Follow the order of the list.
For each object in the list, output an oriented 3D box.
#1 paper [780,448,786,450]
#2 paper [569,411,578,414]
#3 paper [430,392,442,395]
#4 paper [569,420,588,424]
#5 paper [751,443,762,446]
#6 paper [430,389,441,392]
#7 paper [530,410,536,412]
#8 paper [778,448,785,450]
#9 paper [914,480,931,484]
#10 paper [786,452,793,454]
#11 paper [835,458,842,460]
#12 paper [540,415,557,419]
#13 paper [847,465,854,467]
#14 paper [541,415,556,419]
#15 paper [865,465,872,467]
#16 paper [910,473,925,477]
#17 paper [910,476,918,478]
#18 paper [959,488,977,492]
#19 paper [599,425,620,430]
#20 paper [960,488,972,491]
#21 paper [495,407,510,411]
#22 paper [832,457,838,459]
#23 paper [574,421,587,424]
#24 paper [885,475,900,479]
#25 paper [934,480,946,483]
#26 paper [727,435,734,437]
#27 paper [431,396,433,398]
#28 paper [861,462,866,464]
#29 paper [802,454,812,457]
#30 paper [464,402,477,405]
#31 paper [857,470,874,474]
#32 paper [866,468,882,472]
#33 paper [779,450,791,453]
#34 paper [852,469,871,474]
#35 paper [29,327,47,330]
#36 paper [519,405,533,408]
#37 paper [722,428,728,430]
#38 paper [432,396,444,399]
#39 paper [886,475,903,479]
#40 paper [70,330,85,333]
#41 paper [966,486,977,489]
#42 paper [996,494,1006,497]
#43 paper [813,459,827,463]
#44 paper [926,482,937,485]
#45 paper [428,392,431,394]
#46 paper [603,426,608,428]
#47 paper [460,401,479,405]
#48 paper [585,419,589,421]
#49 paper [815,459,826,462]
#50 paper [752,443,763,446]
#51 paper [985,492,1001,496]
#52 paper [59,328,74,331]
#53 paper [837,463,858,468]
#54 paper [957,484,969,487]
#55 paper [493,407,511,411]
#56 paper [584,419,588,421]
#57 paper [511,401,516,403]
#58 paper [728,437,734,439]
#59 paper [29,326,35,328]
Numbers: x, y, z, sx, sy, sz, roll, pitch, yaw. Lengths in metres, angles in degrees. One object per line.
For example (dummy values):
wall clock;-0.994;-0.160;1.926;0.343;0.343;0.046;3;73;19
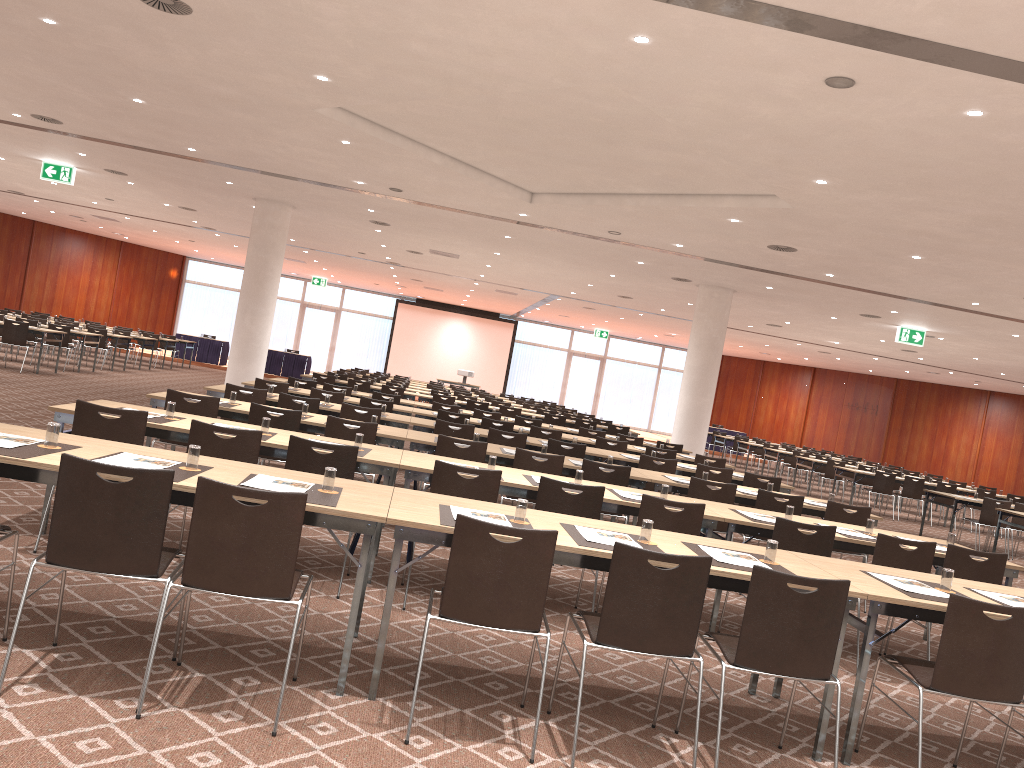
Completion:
paper;7.509;1.802;24.762;0.283;0.006;0.398;10;1;-2
paper;1.493;0.743;24.048;0.460;0.003;0.565;10;1;-9
paper;-1.689;0.218;19.803;0.283;0.006;0.398;10;1;-7
paper;1.418;0.793;18.018;0.460;0.003;0.565;10;1;-4
paper;6.898;1.698;24.609;0.460;0.003;0.565;10;1;-7
paper;-1.886;0.162;21.782;0.283;0.006;0.398;10;1;-5
paper;0.613;0.630;19.936;0.460;0.003;0.565;10;1;-5
paper;7.542;1.812;24.674;0.460;0.003;0.565;10;1;-6
paper;8.700;2.076;18.827;0.283;0.006;0.398;10;1;-6
paper;7.123;1.759;22.638;0.460;0.003;0.565;10;1;-4
paper;9.136;2.094;24.882;0.460;0.003;0.565;10;1;-3
paper;0.821;0.687;17.975;0.460;0.003;0.565;10;1;-6
paper;7.894;1.912;20.781;0.284;0.006;0.398;10;1;-9
paper;0.740;0.668;18.027;0.283;0.006;0.398;10;1;-4
paper;9.276;2.135;22.930;0.283;0.006;0.398;10;1;-5
paper;10.589;2.372;22.999;0.460;0.003;0.565;10;1;-6
paper;9.503;2.196;20.954;0.283;0.006;0.398;10;1;-6
paper;9.727;2.262;18.892;0.460;0.003;0.565;10;1;-9
paper;2.074;0.909;18.096;0.460;0.003;0.565;10;1;-9
paper;9.665;2.246;18.970;0.283;0.006;0.398;10;1;-6
paper;-0.190;0.504;17.916;0.283;0.006;0.398;10;1;-6
paper;9.070;2.078;24.899;0.283;0.006;0.398;10;1;-7
paper;1.409;0.787;18.080;0.284;0.006;0.398;10;1;-9
paper;8.154;1.983;18.733;0.460;0.003;0.565;10;1;-8
paper;10.127;2.306;20.998;0.283;0.006;0.398;10;1;-4
paper;7.113;1.690;28.718;0.283;0.006;0.398;10;1;-5
paper;-1.400;0.295;17.723;0.460;0.003;0.565;10;1;-5
paper;9.794;2.210;24.926;0.460;0.003;0.565;10;1;-6
paper;7.765;1.873;22.702;0.460;0.003;0.565;10;1;-5
paper;-0.829;0.391;17.840;0.284;0.006;0.398;10;1;-8
paper;7.445;1.854;18.712;0.283;0.006;0.398;10;1;-5
paper;8.517;2.022;20.840;0.283;0.006;0.398;10;1;-6
paper;7.041;1.740;22.701;0.283;0.006;0.398;10;1;-7
paper;7.509;1.869;18.669;0.460;0.003;0.565;10;1;-5
paper;-9.232;-1.089;16.917;0.460;0.003;0.565;10;1;-5
paper;0.406;0.572;21.945;0.460;0.003;0.565;10;1;-8
paper;7.737;1.634;32.239;0.283;0.006;0.398;10;1;-6
paper;-1.471;0.278;17.811;0.283;0.006;0.398;10;1;-6
paper;8.105;1.970;18.802;0.283;0.006;0.398;10;1;-3
paper;-9.412;-1.142;18.900;0.460;0.003;0.565;10;1;-3
paper;10.815;2.433;21.013;0.460;0.003;0.565;10;1;-3
paper;10.358;2.373;18.975;0.460;0.003;0.565;10;1;-8
paper;7.289;1.810;20.638;0.460;0.003;0.565;10;1;-8
paper;8.796;2.097;18.813;0.460;0.003;0.565;10;1;-5
paper;-1.625;0.234;19.713;0.460;0.003;0.565;10;1;-7
paper;2.003;0.892;18.137;0.283;0.006;0.398;10;1;-6
paper;-0.799;0.401;17.808;0.460;0.003;0.565;10;1;-7
paper;1.837;0.841;20.144;0.283;0.006;0.398;10;1;-6
paper;7.269;1.801;20.734;0.283;0.006;0.398;10;1;-5
paper;6.850;1.685;24.695;0.283;0.006;0.398;10;1;-7
paper;10.296;2.357;19.014;0.283;0.006;0.398;10;1;-7
paper;-9.500;-1.162;18.957;0.283;0.006;0.398;10;1;-6
paper;7.934;1.924;20.714;0.460;0.003;0.565;10;1;-8
paper;10.727;2.412;21.071;0.283;0.006;0.398;10;1;-6
paper;-0.160;0.514;17.845;0.460;0.003;0.565;10;1;-5
paper;1.886;0.855;20.066;0.460;0.003;0.565;10;1;-4
paper;0.209;0.516;23.935;0.460;0.003;0.565;10;1;-9
paper;6.736;1.649;26.631;0.460;0.003;0.565;10;1;-8
paper;-9.299;-1.106;16.966;0.284;0.006;0.398;10;1;-8
